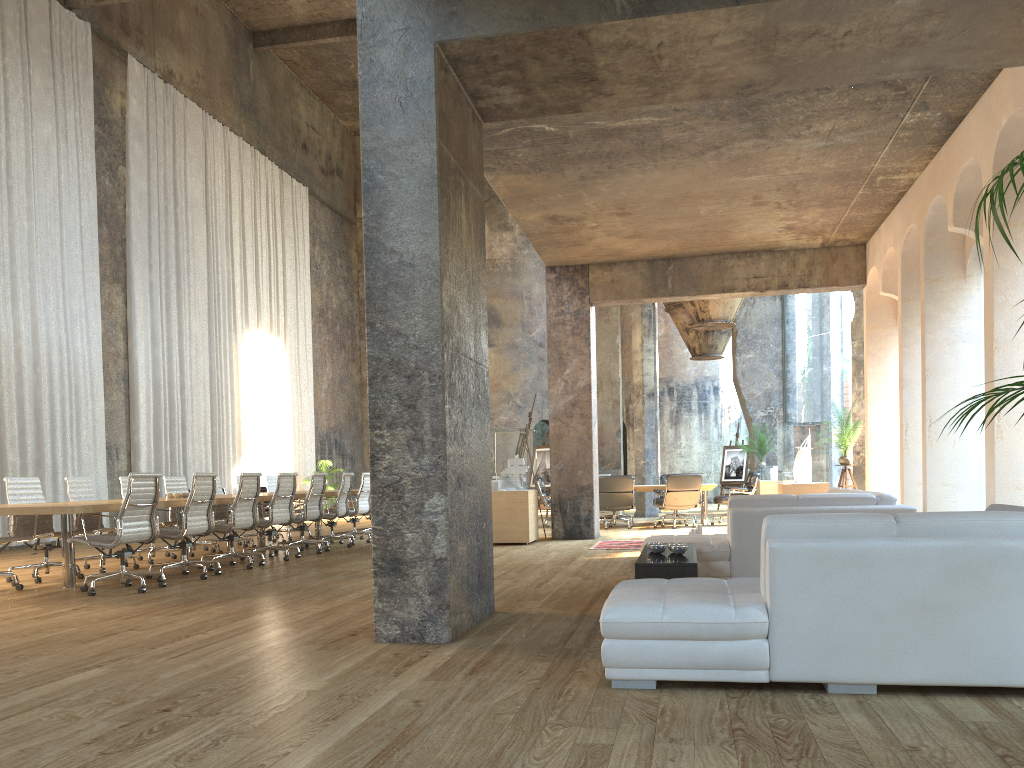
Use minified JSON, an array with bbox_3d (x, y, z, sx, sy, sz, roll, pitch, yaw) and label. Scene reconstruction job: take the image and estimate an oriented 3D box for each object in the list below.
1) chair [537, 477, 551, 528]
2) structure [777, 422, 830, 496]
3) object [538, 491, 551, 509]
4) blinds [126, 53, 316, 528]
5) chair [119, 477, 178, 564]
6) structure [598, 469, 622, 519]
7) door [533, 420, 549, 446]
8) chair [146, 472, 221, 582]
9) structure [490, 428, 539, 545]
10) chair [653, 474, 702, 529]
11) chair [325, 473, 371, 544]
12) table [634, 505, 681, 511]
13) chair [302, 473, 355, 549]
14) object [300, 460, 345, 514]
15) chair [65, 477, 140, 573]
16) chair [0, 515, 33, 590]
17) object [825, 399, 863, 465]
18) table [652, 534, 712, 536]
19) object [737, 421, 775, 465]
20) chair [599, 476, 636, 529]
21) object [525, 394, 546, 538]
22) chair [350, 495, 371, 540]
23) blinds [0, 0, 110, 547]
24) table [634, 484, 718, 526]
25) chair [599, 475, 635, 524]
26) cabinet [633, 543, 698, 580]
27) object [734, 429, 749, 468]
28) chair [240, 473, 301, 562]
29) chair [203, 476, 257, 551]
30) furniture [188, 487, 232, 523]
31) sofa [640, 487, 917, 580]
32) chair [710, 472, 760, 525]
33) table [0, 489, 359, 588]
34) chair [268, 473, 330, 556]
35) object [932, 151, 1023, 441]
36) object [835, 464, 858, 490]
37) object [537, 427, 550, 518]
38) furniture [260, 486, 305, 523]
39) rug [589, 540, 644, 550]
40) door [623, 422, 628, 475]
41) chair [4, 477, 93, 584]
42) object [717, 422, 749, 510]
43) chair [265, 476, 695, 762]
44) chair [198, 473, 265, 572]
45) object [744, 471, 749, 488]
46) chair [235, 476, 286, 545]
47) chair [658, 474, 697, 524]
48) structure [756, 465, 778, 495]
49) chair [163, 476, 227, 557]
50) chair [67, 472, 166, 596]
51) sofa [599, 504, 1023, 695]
[{"bbox_3d":[0.826,2.102,15.684,0.821,0.893,0.730,-2,-1,7],"label":"chair"},{"bbox_3d":[4.021,1.325,12.157,0.595,1.549,0.742,-1,0,11],"label":"structure"},{"bbox_3d":[0.947,1.940,19.842,0.685,2.149,0.699,-1,1,37],"label":"object"},{"bbox_3d":[-6.061,-1.259,19.617,0.275,8.647,7.834,-1,-2,12],"label":"blinds"},{"bbox_3d":[-4.268,1.611,10.500,0.699,1.026,0.665,-2,-1,17],"label":"chair"},{"bbox_3d":[1.911,2.307,18.454,0.744,1.015,0.735,-2,-1,11],"label":"structure"},{"bbox_3d":[0.945,2.249,26.888,0.901,2.298,0.091,-2,2,-31],"label":"door"},{"bbox_3d":[-3.228,1.378,8.539,0.699,1.026,0.665,-2,-1,15],"label":"chair"},{"bbox_3d":[-0.006,1.408,12.029,0.595,1.549,0.742,-1,0,11],"label":"structure"},{"bbox_3d":[2.712,1.941,14.591,0.729,0.893,0.823,-1,-2,-15],"label":"chair"},{"bbox_3d":[-2.355,1.823,12.940,0.700,1.026,0.665,-2,-1,20],"label":"chair"},{"bbox_3d":[3.394,2.827,21.506,1.872,0.546,0.943,-2,-4,11],"label":"table"},{"bbox_3d":[-2.514,1.737,12.098,0.699,1.026,0.665,-2,-1,11],"label":"chair"},{"bbox_3d":[-4.739,2.658,22.305,1.092,1.457,1.130,-1,-1,2],"label":"object"},{"bbox_3d":[-4.439,1.518,9.583,0.699,1.026,0.665,-2,-1,11],"label":"chair"},{"bbox_3d":[-4.747,1.346,7.890,0.699,1.026,0.665,-2,-1,17],"label":"chair"},{"bbox_3d":[4.723,0.681,12.484,0.688,0.940,0.860,-1,-2,2],"label":"object"},{"bbox_3d":[1.904,1.718,9.242,0.860,0.246,0.371,-2,-4,11],"label":"table"},{"bbox_3d":[4.904,1.218,17.596,0.859,0.941,0.688,-2,-1,14],"label":"object"},{"bbox_3d":[1.715,1.983,14.760,0.730,0.893,0.822,-2,-2,5],"label":"chair"},{"bbox_3d":[0.142,1.225,12.899,0.685,2.149,0.700,-1,1,10],"label":"object"},{"bbox_3d":[-2.221,1.910,13.794,0.699,1.026,0.665,-2,-1,17],"label":"chair"},{"bbox_3d":[-7.752,-2.115,11.140,0.275,8.647,7.834,-1,-2,12],"label":"blinds"},{"bbox_3d":[2.350,2.127,15.371,2.411,0.700,1.107,-2,-4,11],"label":"table"},{"bbox_3d":[1.904,2.134,16.233,0.730,0.893,0.822,-2,-2,18],"label":"chair"},{"bbox_3d":[1.065,1.336,6.029,0.396,0.369,1.565,-2,-6,11],"label":"cabinet"},{"bbox_3d":[5.405,1.460,20.004,0.689,0.940,0.859,-2,-2,32],"label":"object"},{"bbox_3d":[-2.877,1.558,10.322,0.700,1.026,0.665,-2,-1,20],"label":"chair"},{"bbox_3d":[-3.920,1.787,12.245,0.699,1.026,0.665,-2,-1,17],"label":"chair"},{"bbox_3d":[-5.537,2.360,16.443,0.709,0.841,1.876,-2,-5,11],"label":"furniture"},{"bbox_3d":[2.292,1.351,8.133,2.065,0.721,2.935,-2,-6,11],"label":"sofa"},{"bbox_3d":[3.807,1.966,15.072,0.821,0.893,0.730,-2,-1,6],"label":"chair"},{"bbox_3d":[-3.505,1.767,10.921,1.602,0.757,7.731,-2,-6,11],"label":"table"},{"bbox_3d":[-2.702,1.645,11.185,0.699,1.026,0.665,-2,-1,17],"label":"chair"},{"bbox_3d":[2.041,0.208,2.485,1.403,1.814,1.356,-2,-1,17],"label":"object"},{"bbox_3d":[4.684,1.634,12.518,0.657,0.973,0.571,-1,0,-25],"label":"object"},{"bbox_3d":[0.681,1.749,17.969,0.702,2.149,0.683,-1,1,43],"label":"object"},{"bbox_3d":[-5.070,2.597,18.785,0.709,0.841,1.876,-2,-5,11],"label":"furniture"},{"bbox_3d":[2.261,2.019,11.083,2.464,0.009,1.349,-3,-6,11],"label":"rug"},{"bbox_3d":[3.265,2.310,26.419,0.111,2.633,0.903,-3,1,-36],"label":"door"},{"bbox_3d":[-4.607,1.433,8.743,0.700,1.026,0.665,-2,-1,20],"label":"chair"},{"bbox_3d":[5.397,1.973,21.168,0.702,2.149,0.682,-1,1,40],"label":"object"},{"bbox_3d":[-0.783,1.846,13.458,12.960,1.031,31.573,-3,-6,11],"label":"chair"},{"bbox_3d":[-3.050,1.469,9.440,0.699,1.026,0.665,-2,-1,17],"label":"chair"},{"bbox_3d":[5.478,2.406,19.996,0.658,0.973,0.570,-1,0,5],"label":"object"},{"bbox_3d":[-3.742,1.878,13.145,0.699,1.026,0.665,-2,-1,15],"label":"chair"},{"bbox_3d":[2.999,2.085,16.013,0.730,0.893,0.822,-2,-2,12],"label":"chair"},{"bbox_3d":[5.004,2.026,16.497,0.735,1.015,0.743,-2,-1,11],"label":"structure"},{"bbox_3d":[-4.093,1.698,11.363,0.700,1.026,0.665,-2,-1,20],"label":"chair"},{"bbox_3d":[-3.416,1.284,7.610,0.699,1.026,0.665,-2,-1,17],"label":"chair"},{"bbox_3d":[1.471,0.936,4.011,2.069,0.721,1.073,-2,-4,11],"label":"sofa"}]
